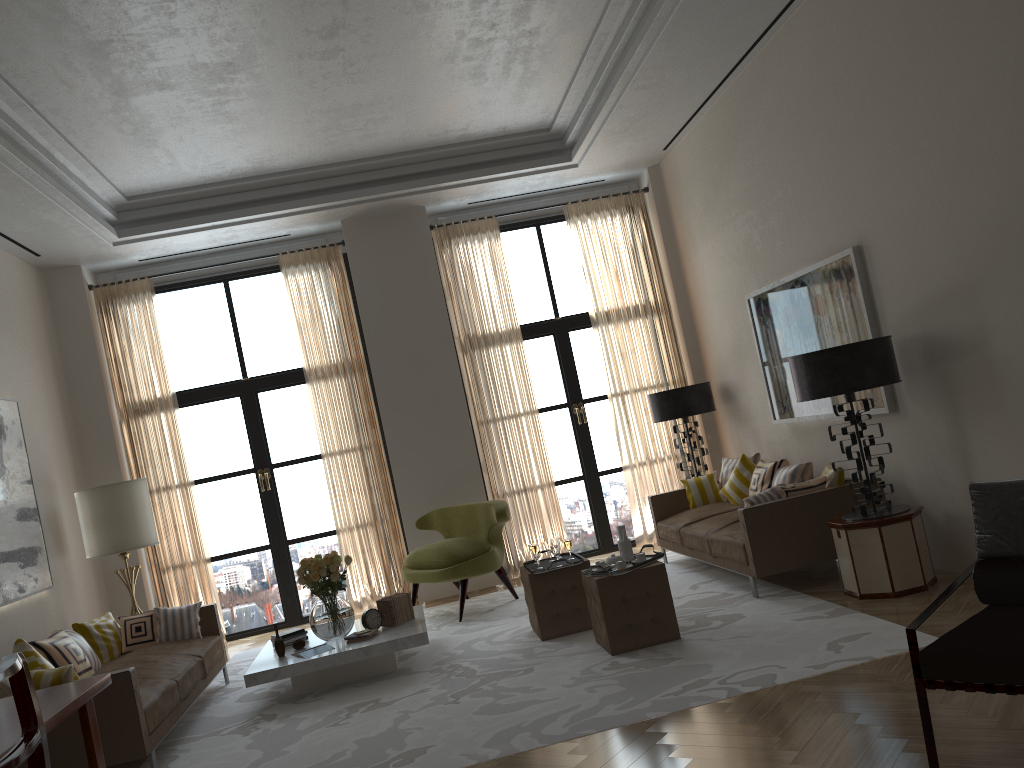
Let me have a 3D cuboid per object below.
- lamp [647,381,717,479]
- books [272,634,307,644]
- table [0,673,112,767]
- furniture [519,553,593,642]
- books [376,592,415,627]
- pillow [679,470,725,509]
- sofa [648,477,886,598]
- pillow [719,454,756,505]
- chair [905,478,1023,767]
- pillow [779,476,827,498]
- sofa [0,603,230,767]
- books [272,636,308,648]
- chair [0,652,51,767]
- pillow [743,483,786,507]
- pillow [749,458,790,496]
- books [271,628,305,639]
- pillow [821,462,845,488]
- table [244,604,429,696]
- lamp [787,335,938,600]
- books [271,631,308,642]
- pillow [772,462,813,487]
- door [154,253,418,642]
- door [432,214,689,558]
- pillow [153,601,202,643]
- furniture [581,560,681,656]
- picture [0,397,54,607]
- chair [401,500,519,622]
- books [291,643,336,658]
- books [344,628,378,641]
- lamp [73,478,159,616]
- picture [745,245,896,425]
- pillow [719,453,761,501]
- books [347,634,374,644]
[{"bbox_3d":[2.371,1.041,11.486,0.829,2.017,0.831,-12,-2,-4],"label":"lamp"},{"bbox_3d":[-2.138,2.447,8.506,0.262,0.024,0.208,-9,-5,-45],"label":"books"},{"bbox_3d":[-2.799,2.154,3.001,1.799,1.026,3.808,-12,-3,-8],"label":"table"},{"bbox_3d":[0.449,1.974,8.256,0.613,0.615,0.615,-12,-3,-8],"label":"furniture"},{"bbox_3d":[-1.109,2.147,8.437,0.211,0.264,0.281,-14,-3,42],"label":"books"},{"bbox_3d":[2.283,1.288,10.547,0.482,0.432,0.318,-12,-2,2],"label":"pillow"},{"bbox_3d":[2.543,1.498,9.308,1.350,0.819,2.985,-12,-3,-8],"label":"sofa"},{"bbox_3d":[2.645,1.102,10.051,0.769,0.616,0.355,-14,-3,36],"label":"pillow"},{"bbox_3d":[2.432,1.039,3.996,1.131,1.134,0.880,-10,-3,-43],"label":"chair"},{"bbox_3d":[2.661,1.088,8.125,0.464,0.411,0.304,-11,-2,-10],"label":"pillow"},{"bbox_3d":[-3.404,2.651,7.552,1.350,0.819,2.985,-12,-3,-8],"label":"sofa"},{"bbox_3d":[-2.130,2.476,8.517,0.280,0.035,0.208,-9,-4,-41],"label":"books"},{"bbox_3d":[-1.773,1.656,2.527,0.877,1.504,0.657,-12,-2,-8],"label":"chair"},{"bbox_3d":[2.300,1.160,8.111,0.497,0.427,0.328,-11,-2,-20],"label":"pillow"},{"bbox_3d":[2.750,1.087,9.491,0.403,0.547,0.618,-12,-3,-5],"label":"pillow"},{"bbox_3d":[-2.153,2.397,8.511,0.259,0.030,0.207,-9,-4,-41],"label":"books"},{"bbox_3d":[2.966,0.999,8.259,0.297,0.475,0.515,-12,-3,13],"label":"pillow"},{"bbox_3d":[-1.570,2.548,8.361,1.582,0.343,1.503,-11,-3,-8],"label":"table"},{"bbox_3d":[2.906,0.681,7.296,0.829,2.017,0.831,-12,-2,-7],"label":"lamp"},{"bbox_3d":[-2.143,2.423,8.520,0.280,0.024,0.230,-9,-4,-43],"label":"books"},{"bbox_3d":[2.870,1.105,9.120,0.370,0.565,0.661,-11,-3,-13],"label":"pillow"},{"bbox_3d":[-3.323,0.863,11.727,3.255,4.763,0.240,-12,-2,-8],"label":"door"},{"bbox_3d":[0.843,0.017,12.315,3.083,4.763,0.240,-12,-2,-8],"label":"door"},{"bbox_3d":[-3.290,2.380,8.768,0.497,0.427,0.328,-11,-2,-20],"label":"pillow"},{"bbox_3d":[0.965,1.808,7.291,0.613,0.615,0.615,-12,-3,-8],"label":"furniture"},{"bbox_3d":[-4.804,1.016,7.720,0.045,1.997,3.067,-12,-3,-8],"label":"picture"},{"bbox_3d":[-0.698,2.068,10.305,1.027,1.212,1.797,-10,-3,-41],"label":"chair"},{"bbox_3d":[-1.784,2.374,7.916,0.280,0.038,0.385,-10,-4,-35],"label":"books"},{"bbox_3d":[-1.366,2.276,8.053,0.256,0.026,0.202,-13,-3,17],"label":"books"},{"bbox_3d":[-4.307,2.244,9.992,0.765,2.253,0.770,-10,-3,-45],"label":"lamp"},{"bbox_3d":[2.972,-0.376,8.808,0.080,1.479,2.271,-12,-3,-10],"label":"picture"},{"bbox_3d":[2.674,1.137,10.455,0.354,0.575,0.625,-11,-3,-29],"label":"pillow"},{"bbox_3d":[-1.372,2.301,8.050,0.197,0.024,0.256,-12,-3,9],"label":"books"}]
